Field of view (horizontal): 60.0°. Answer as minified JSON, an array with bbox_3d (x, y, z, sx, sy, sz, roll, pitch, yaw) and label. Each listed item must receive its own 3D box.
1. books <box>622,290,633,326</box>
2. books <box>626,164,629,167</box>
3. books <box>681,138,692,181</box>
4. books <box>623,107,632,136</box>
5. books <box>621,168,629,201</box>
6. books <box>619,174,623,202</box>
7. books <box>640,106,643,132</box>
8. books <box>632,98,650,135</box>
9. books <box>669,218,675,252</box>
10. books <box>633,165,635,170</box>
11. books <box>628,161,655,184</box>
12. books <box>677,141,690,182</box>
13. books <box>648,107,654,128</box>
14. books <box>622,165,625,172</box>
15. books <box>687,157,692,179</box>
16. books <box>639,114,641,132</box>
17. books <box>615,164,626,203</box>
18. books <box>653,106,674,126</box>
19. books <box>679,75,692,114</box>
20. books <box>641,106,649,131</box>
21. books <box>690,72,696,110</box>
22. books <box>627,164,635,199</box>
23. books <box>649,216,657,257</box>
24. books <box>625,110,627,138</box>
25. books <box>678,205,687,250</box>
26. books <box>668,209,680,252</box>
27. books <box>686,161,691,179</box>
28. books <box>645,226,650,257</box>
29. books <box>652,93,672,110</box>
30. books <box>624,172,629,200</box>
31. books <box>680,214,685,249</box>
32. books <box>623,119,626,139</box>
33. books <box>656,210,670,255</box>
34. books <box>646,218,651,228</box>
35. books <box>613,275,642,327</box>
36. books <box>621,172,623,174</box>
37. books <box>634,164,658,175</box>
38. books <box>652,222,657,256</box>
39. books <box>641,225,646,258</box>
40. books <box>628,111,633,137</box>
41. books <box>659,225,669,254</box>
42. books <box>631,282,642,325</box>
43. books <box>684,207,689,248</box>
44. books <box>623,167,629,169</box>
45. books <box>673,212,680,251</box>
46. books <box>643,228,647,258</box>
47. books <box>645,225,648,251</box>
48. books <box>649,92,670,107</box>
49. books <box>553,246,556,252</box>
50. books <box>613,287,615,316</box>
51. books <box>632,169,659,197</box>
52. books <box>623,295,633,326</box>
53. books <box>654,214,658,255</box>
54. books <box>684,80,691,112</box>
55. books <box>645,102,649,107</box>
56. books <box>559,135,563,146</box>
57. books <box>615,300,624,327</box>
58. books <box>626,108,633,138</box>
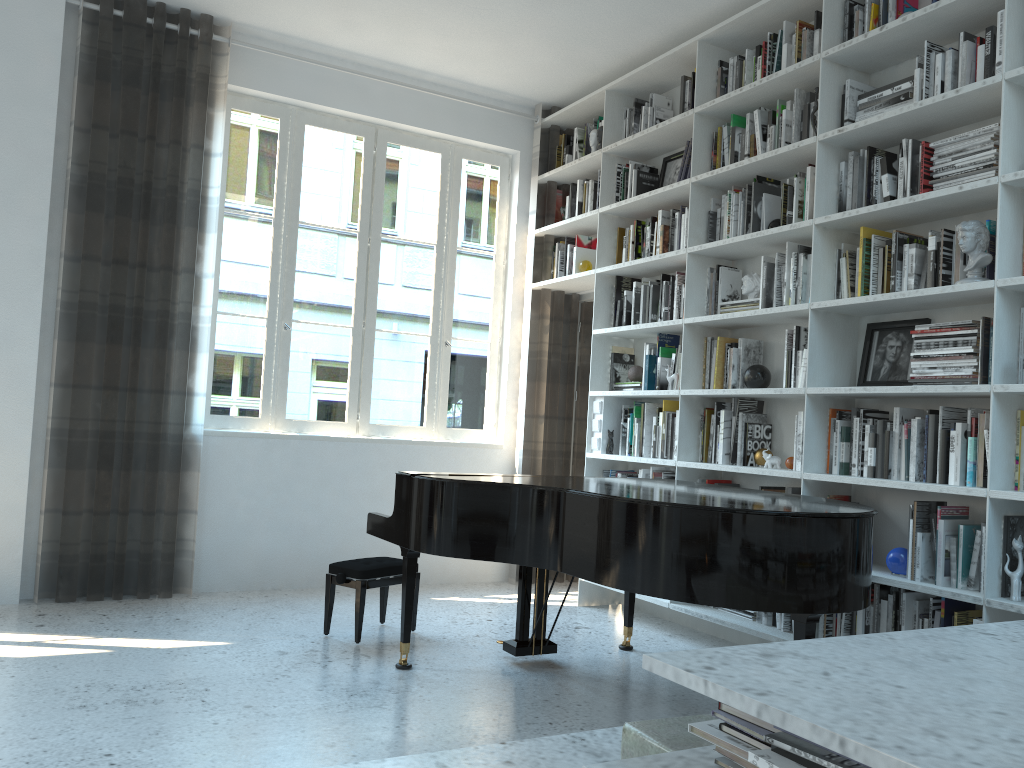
[{"bbox_3d":[0.738,-0.428,5.272,0.177,0.235,0.022,5,-3,-29],"label":"books"},{"bbox_3d":[0.745,-1.185,5.396,0.144,0.289,0.006,5,-3,-29],"label":"books"},{"bbox_3d":[1.020,-1.188,4.877,0.174,0.279,0.110,5,-3,-29],"label":"books"},{"bbox_3d":[0.749,-1.548,5.454,0.159,0.285,0.007,5,-3,-29],"label":"books"},{"bbox_3d":[0.740,-1.166,5.351,0.189,0.246,0.004,5,-3,-29],"label":"books"},{"bbox_3d":[0.727,-1.149,5.370,0.186,0.214,0.004,5,-3,-29],"label":"books"},{"bbox_3d":[0.838,-1.520,5.258,0.181,0.219,0.013,5,-3,-29],"label":"books"},{"bbox_3d":[0.801,-1.550,5.298,0.190,0.279,0.015,5,-3,-29],"label":"books"},{"bbox_3d":[0.949,-0.800,4.949,0.171,0.232,0.013,5,-3,-29],"label":"books"},{"bbox_3d":[0.790,-1.168,5.290,0.168,0.249,0.011,5,-3,-29],"label":"books"},{"bbox_3d":[0.776,-1.183,5.318,0.190,0.281,0.005,5,-3,-29],"label":"books"},{"bbox_3d":[1.006,-1.187,4.921,0.174,0.279,0.110,5,-3,-29],"label":"books"},{"bbox_3d":[0.871,-1.511,5.212,0.170,0.202,0.014,5,-3,-29],"label":"books"},{"bbox_3d":[0.725,-1.183,5.420,0.148,0.287,0.006,5,-3,-29],"label":"books"},{"bbox_3d":[1.044,-1.192,4.830,0.174,0.282,0.097,5,-3,-29],"label":"books"},{"bbox_3d":[0.824,-1.500,5.287,0.161,0.182,0.026,5,-3,-29],"label":"books"},{"bbox_3d":[0.709,-1.187,5.428,0.184,0.292,0.005,5,-3,-29],"label":"books"},{"bbox_3d":[0.886,-1.515,5.206,0.136,0.210,0.013,5,-3,-29],"label":"books"},{"bbox_3d":[1.016,-1.556,4.936,0.188,0.279,0.024,5,-3,-29],"label":"books"},{"bbox_3d":[0.840,-1.518,5.240,0.173,0.213,0.021,5,-3,-29],"label":"books"},{"bbox_3d":[1.055,-1.555,4.863,0.183,0.274,0.011,5,-3,-29],"label":"books"},{"bbox_3d":[0.774,-1.172,5.301,0.183,0.258,0.023,5,-3,-29],"label":"books"},{"bbox_3d":[0.866,-0.816,5.111,0.180,0.272,0.014,5,-3,-29],"label":"books"},{"bbox_3d":[0.757,-1.535,5.431,0.156,0.258,0.007,5,-3,-29],"label":"books"},{"bbox_3d":[0.994,-0.825,4.870,0.188,0.280,0.012,5,-3,-29],"label":"books"},{"bbox_3d":[0.951,-0.825,4.972,0.161,0.286,0.025,5,-3,-29],"label":"books"},{"bbox_3d":[1.047,-1.187,4.865,0.174,0.279,0.110,5,-3,-29],"label":"books"},{"bbox_3d":[0.850,-0.789,5.127,0.173,0.217,0.031,5,-3,-29],"label":"books"},{"bbox_3d":[0.882,-1.555,5.235,0.131,0.293,0.015,5,-3,-29],"label":"books"},{"bbox_3d":[0.755,-1.152,5.333,0.186,0.218,0.018,5,-3,-29],"label":"books"},{"bbox_3d":[0.998,-0.801,4.849,0.172,0.230,0.030,5,-3,-29],"label":"books"},{"bbox_3d":[0.745,-1.508,5.438,0.142,0.204,0.017,5,-3,-29],"label":"books"},{"bbox_3d":[0.903,-0.826,5.010,0.185,0.285,0.030,5,-3,-29],"label":"books"},{"bbox_3d":[0.839,-0.817,5.175,0.150,0.277,0.012,5,-3,-29],"label":"books"},{"bbox_3d":[0.694,-0.476,5.341,0.184,0.333,0.012,5,-3,-29],"label":"books"},{"bbox_3d":[0.733,-1.156,5.381,0.184,0.228,0.009,5,-3,-29],"label":"books"},{"bbox_3d":[0.794,-1.171,5.280,0.166,0.254,0.012,5,-3,-29],"label":"books"},{"bbox_3d":[0.884,-0.799,5.086,0.162,0.238,0.047,5,-3,-29],"label":"books"},{"bbox_3d":[0.818,-0.803,5.211,0.134,0.249,0.047,5,-3,-29],"label":"books"},{"bbox_3d":[0.782,-1.520,5.362,0.177,0.225,0.013,5,-3,-29],"label":"books"},{"bbox_3d":[0.912,-0.782,4.981,0.192,0.195,0.029,5,-3,-29],"label":"books"},{"bbox_3d":[0.784,-0.451,5.216,0.174,0.281,0.023,5,-3,-29],"label":"books"},{"bbox_3d":[1.012,-0.818,4.826,0.174,0.263,0.022,5,-3,-29],"label":"books"},{"bbox_3d":[0.744,-1.171,5.372,0.184,0.260,0.009,5,-3,-29],"label":"books"},{"bbox_3d":[0.972,-0.813,4.938,0.157,0.260,0.029,5,-3,-29],"label":"books"},{"bbox_3d":[0.833,-0.789,5.157,0.164,0.218,0.014,5,-3,-29],"label":"books"},{"bbox_3d":[0.846,-0.794,5.149,0.170,0.229,0.011,5,-3,-29],"label":"books"},{"bbox_3d":[0.866,-1.560,5.239,0.145,0.301,0.007,5,-3,-29],"label":"books"},{"bbox_3d":[0.331,-0.799,6.051,0.188,0.272,0.011,5,-3,-29],"label":"books"},{"bbox_3d":[0.686,-0.442,5.358,0.176,0.266,0.027,5,-3,-29],"label":"books"},{"bbox_3d":[0.792,-1.151,5.264,0.185,0.214,0.012,5,-3,-29],"label":"books"},{"bbox_3d":[0.740,-0.413,5.245,0.188,0.203,0.028,5,-3,-29],"label":"books"},{"bbox_3d":[0.895,-0.818,5.036,0.187,0.271,0.023,5,-3,-29],"label":"books"},{"bbox_3d":[1.027,-1.541,4.912,0.155,0.249,0.028,5,-3,-29],"label":"books"},{"bbox_3d":[0.841,-1.535,5.274,0.129,0.252,0.013,5,-3,-29],"label":"books"},{"bbox_3d":[0.381,-1.547,6.102,0.180,0.307,0.012,5,-3,-29],"label":"books"},{"bbox_3d":[0.707,-0.400,5.320,0.189,0.182,0.037,5,-3,-29],"label":"books"},{"bbox_3d":[0.770,-1.532,5.390,0.180,0.249,0.012,5,-3,-29],"label":"books"}]
